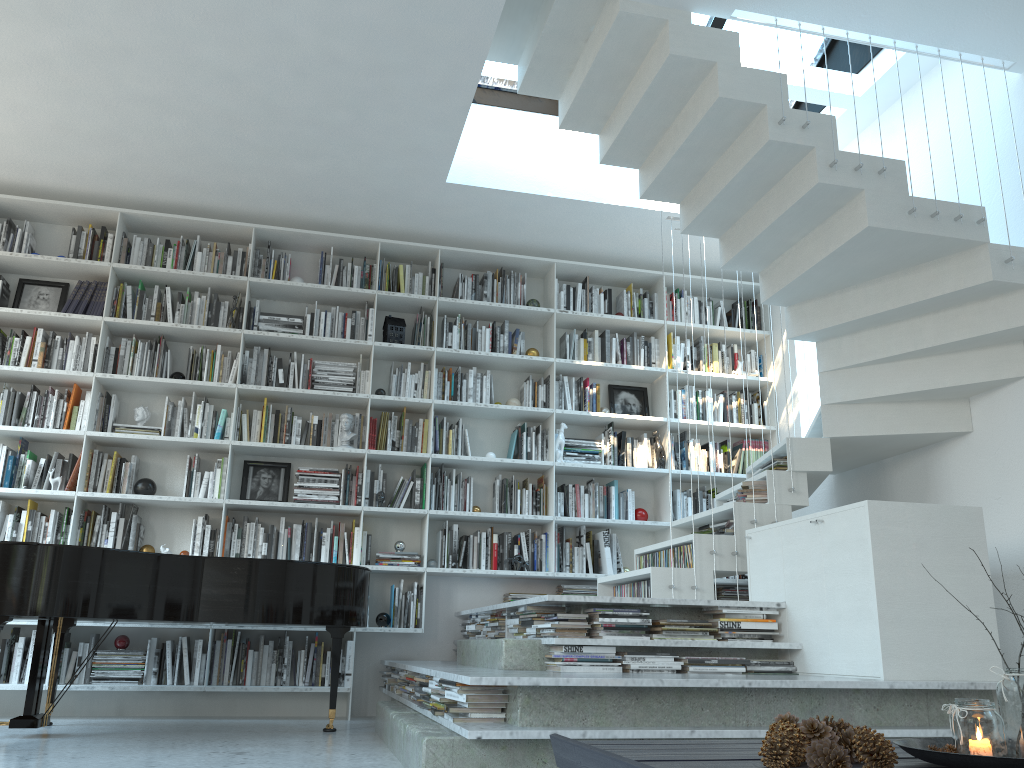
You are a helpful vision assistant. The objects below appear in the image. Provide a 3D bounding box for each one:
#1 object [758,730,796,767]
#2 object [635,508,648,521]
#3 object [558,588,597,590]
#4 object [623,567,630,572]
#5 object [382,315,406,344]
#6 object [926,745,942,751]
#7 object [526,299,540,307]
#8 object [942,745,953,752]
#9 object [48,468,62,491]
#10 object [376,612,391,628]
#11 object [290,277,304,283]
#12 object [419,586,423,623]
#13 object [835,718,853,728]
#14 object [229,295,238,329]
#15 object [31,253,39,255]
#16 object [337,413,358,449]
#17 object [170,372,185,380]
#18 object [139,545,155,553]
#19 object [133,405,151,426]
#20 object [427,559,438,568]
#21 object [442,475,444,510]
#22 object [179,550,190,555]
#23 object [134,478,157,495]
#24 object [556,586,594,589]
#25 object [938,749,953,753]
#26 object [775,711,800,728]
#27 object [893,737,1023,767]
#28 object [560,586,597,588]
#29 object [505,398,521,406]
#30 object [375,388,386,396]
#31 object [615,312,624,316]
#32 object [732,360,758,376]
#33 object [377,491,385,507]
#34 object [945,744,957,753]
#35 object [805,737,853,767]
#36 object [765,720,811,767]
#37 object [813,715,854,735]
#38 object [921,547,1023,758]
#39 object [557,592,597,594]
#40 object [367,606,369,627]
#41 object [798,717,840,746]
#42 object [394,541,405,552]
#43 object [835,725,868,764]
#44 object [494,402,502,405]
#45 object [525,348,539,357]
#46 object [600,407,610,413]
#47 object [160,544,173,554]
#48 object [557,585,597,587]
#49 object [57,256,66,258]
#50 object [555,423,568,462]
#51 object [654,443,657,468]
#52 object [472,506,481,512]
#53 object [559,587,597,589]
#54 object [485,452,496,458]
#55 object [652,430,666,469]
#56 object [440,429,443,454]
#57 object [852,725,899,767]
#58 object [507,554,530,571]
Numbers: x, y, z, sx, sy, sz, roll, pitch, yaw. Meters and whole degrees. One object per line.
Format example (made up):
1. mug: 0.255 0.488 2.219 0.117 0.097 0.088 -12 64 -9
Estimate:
1. object: 0.565 0.784 1.891 0.082 0.084 0.083 1 -16 2
2. object: 0.896 0.928 6.213 0.115 0.116 0.115 12 -20 -34
3. object: 0.453 1.396 6.012 0.254 0.005 0.161 5 -17 -13
4. object: 0.782 1.297 6.106 0.071 0.072 0.072 -10 -20 34
5. object: -0.812 -0.352 6.105 0.135 0.247 0.136 8 -17 -22
6. object: 0.938 0.816 1.962 0.035 0.035 0.030 5 -17 -14
7. object: 0.151 -0.560 6.378 0.104 0.105 0.104 -10 -20 34
8. object: 0.974 0.825 1.988 0.031 0.034 0.031 5 -17 -12
9. object: -2.727 0.572 5.282 0.082 0.139 0.044 10 -18 -28
10. object: -0.806 1.477 5.547 0.093 0.094 0.094 -10 -20 34
11. object: -1.473 -0.682 6.068 0.105 0.105 0.105 12 -20 -34
12. object: -0.581 1.427 5.653 0.011 0.259 0.142 5 -16 -12
13. object: 0.793 0.843 2.099 0.086 0.100 0.078 14 -20 -37
14. object: -1.819 -0.459 5.815 0.075 0.254 0.075 12 -19 -33
15. object: -3.076 -0.804 5.718 0.083 0.083 0.083 12 -20 -34
16. object: -1.079 0.316 5.783 0.138 0.243 0.137 -13 -21 40
17. object: -2.157 -0.031 5.720 0.097 0.098 0.097 -10 -20 34
18. object: -2.236 1.031 5.434 0.091 0.091 0.091 12 -20 -34
19. object: -2.359 0.207 5.646 0.095 0.156 0.121 1 -16 1
20. object: -0.523 1.181 5.800 0.071 0.072 0.072 -10 -20 34
21. object: -0.478 0.753 5.974 0.007 0.265 0.135 5 -16 -12
22. object: -2.008 1.052 5.439 0.061 0.062 0.061 -10 -20 34
23. object: -2.282 0.652 5.518 0.134 0.135 0.134 -10 -20 34
24. object: 0.453 1.385 6.015 0.285 0.005 0.160 5 -17 -13
25. object: 0.927 0.794 1.883 0.035 0.035 0.030 -2 -16 10
26. object: 0.636 0.805 2.034 0.090 0.105 0.098 -1 -16 8
27. object: 1.047 0.795 1.890 0.430 0.038 0.430 -7 -18 26
28. object: 0.454 1.379 6.014 0.254 0.005 0.161 5 -17 -12
29. object: 0.009 0.155 6.236 0.112 0.112 0.112 12 -20 -34
30. object: -0.882 0.066 5.940 0.071 0.072 0.072 -10 -20 34
31. object: 0.789 -0.490 6.515 0.071 0.072 0.072 -10 -20 34
32. object: 1.732 -0.101 6.598 0.203 0.136 0.095 0 -16 3
33. object: -0.843 0.743 5.696 0.054 0.113 0.079 5 -17 -14
34. object: 0.951 0.796 1.905 0.039 0.043 0.038 15 -21 -40
35. object: 0.625 0.740 1.748 0.081 0.082 0.099 3 -16 -8
36. object: 0.603 0.795 1.956 0.110 0.101 0.114 10 -19 -29
37. object: 0.749 0.821 2.056 0.097 0.102 0.099 15 -22 -41
38. object: 1.080 0.539 1.878 0.309 0.520 0.437 -4 -17 16
39. object: 0.450 1.421 6.004 0.254 0.005 0.161 5 -17 -13
40. object: -0.912 1.399 5.519 0.053 0.224 0.046 1 -16 -1
41. object: 0.675 0.794 1.968 0.094 0.108 0.108 -14 -22 42
42. object: -0.721 1.045 5.705 0.071 0.072 0.072 -10 -20 34
43. object: 0.763 0.810 1.989 0.106 0.086 0.092 1 -16 1
44. object: -0.098 0.159 6.183 0.068 0.068 0.068 12 -20 -34
45. object: 0.144 -0.205 6.283 0.101 0.101 0.101 12 -20 -34
46. object: 0.655 0.211 6.351 0.091 0.092 0.092 -10 -20 34
47. object: -2.105 1.022 5.398 0.060 0.094 0.078 0 -16 4
48. object: 0.456 1.372 6.007 0.285 0.005 0.160 3 -17 -8
49. object: -2.923 -0.791 5.752 0.083 0.083 0.083 12 -20 -34
50. object: 0.331 0.407 6.075 0.087 0.287 0.075 -5 -17 21
51. object: 1.007 0.544 6.371 0.022 0.211 0.179 5 -17 -12
52. object: -0.245 0.856 5.965 0.071 0.072 0.072 -10 -20 34
53. object: 0.453 1.390 6.013 0.254 0.005 0.161 5 -17 -13
54. object: -0.146 0.500 6.052 0.071 0.072 0.072 -10 -20 34
55. object: 1.038 0.472 6.251 0.087 0.287 0.075 -5 -17 21
56. object: -0.494 0.421 6.044 0.013 0.207 0.140 5 -17 -12
57. object: 0.770 0.779 1.885 0.083 0.099 0.092 3 -16 -8
58. object: 0.044 1.168 5.785 0.161 0.113 0.065 9 -18 -24
